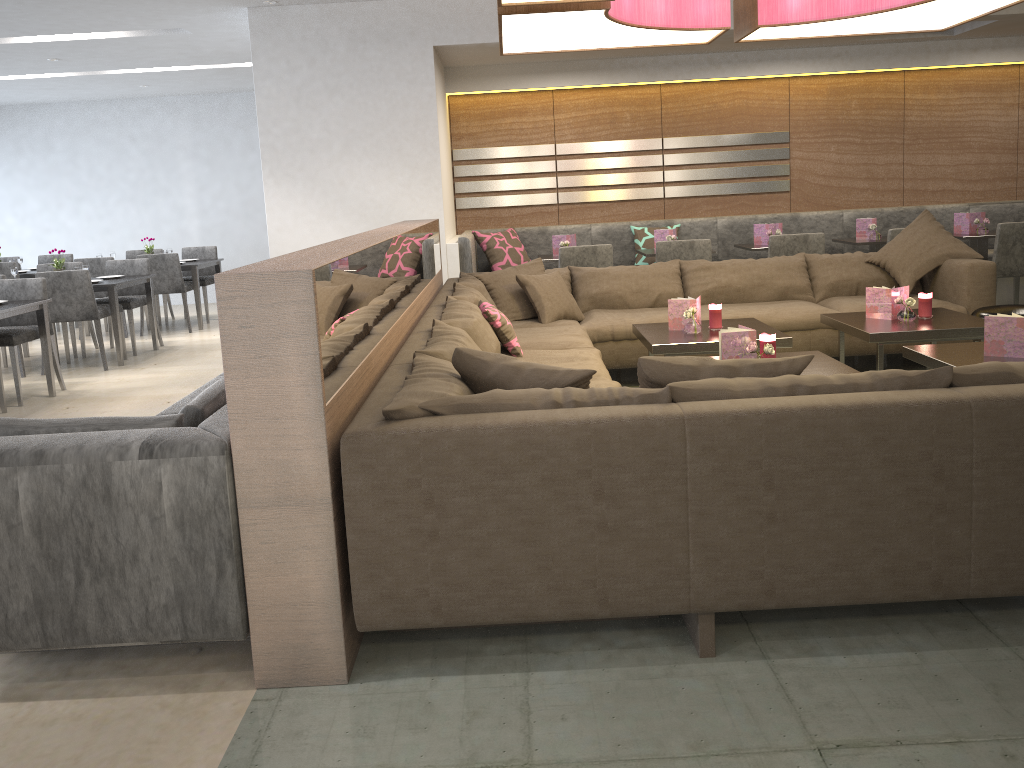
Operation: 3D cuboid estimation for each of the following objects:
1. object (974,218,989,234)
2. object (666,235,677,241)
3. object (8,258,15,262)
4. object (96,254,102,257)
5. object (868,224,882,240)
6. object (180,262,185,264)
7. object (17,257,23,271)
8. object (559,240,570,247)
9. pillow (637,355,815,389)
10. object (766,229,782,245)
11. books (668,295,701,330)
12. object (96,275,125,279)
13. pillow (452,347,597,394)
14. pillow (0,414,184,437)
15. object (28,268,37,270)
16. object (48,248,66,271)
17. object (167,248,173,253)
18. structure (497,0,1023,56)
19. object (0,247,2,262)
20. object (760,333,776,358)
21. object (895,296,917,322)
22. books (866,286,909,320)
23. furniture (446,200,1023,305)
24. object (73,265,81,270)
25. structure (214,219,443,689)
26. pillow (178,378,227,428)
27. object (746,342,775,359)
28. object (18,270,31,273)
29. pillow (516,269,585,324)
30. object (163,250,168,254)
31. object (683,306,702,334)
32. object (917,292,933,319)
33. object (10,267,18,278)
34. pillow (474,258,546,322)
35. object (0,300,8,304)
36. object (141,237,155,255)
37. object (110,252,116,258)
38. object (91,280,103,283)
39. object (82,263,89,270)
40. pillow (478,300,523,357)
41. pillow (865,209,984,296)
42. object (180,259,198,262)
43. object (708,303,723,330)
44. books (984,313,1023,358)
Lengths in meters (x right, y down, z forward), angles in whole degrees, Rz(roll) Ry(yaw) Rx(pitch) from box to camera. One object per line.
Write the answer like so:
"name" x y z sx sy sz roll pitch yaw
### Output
"object" 3.490 -1.174 6.567 0.106 0.124 0.094 3 11 31
"object" 1.173 -1.050 6.580 0.092 0.124 0.111 3 12 32
"object" -4.908 -1.164 8.680 0.054 0.137 0.053 -11 11 -41
"object" -4.021 -1.201 8.627 0.054 0.137 0.053 -11 11 -41
"object" 2.701 -1.133 6.575 0.095 0.124 0.106 -3 10 1
"object" -3.278 -1.169 8.578 0.217 0.015 0.219 -7 13 -19
"object" -4.958 -1.213 8.918 0.054 0.137 0.053 -11 11 -41
"object" 0.409 -1.007 6.574 0.095 0.124 0.108 6 13 42
"pillow" 0.553 0.062 2.441 0.494 0.335 0.316 -4 10 -5
"object" 1.948 -1.091 6.573 0.095 0.124 0.102 -10 12 -35
"books" 0.890 -0.364 4.552 0.143 0.162 0.159 0 11 20
"object" -3.269 -0.868 7.197 0.217 0.015 0.219 -7 13 -19
"pillow" 0.067 0.067 2.550 0.503 0.352 0.301 4 12 32
"pillow" -1.125 0.226 2.329 0.574 0.321 0.153 -3 9 0
"object" -4.796 -1.169 8.962 0.218 0.015 0.218 -12 15 -36
"object" -3.578 -0.933 6.969 0.155 0.273 0.105 -4 9 -2
"object" -3.446 -1.295 8.916 0.054 0.137 0.053 -11 11 -41
"structure" 1.139 -1.904 3.596 2.446 0.611 2.475 -3 12 0
"object" -5.105 -1.234 8.734 0.155 0.273 0.105 -4 9 -2
"object" 1.025 -0.139 3.539 0.076 0.127 0.076 -8 10 -27
"object" 1.967 -0.379 4.407 0.096 0.128 0.107 -11 13 -39
"books" 1.931 -0.420 4.548 0.158 0.162 0.144 -10 12 -34
"furniture" 2.376 -0.589 5.493 5.646 0.843 4.313 -3 12 0
"object" -3.386 -0.858 6.893 0.054 0.137 0.053 -11 11 -41
"structure" -0.547 -0.167 3.934 0.224 0.995 3.824 -3 12 0
"pillow" -0.892 0.140 2.665 0.181 0.316 0.646 -3 11 0
"object" 0.947 -0.100 3.381 0.095 0.128 0.101 -6 10 -16
"object" -4.794 -1.086 8.580 0.217 0.015 0.219 -8 13 -21
"pillow" 0.232 -0.506 5.238 0.236 0.319 0.383 6 14 44
"object" -3.397 -1.246 8.678 0.054 0.137 0.053 -11 11 -41
"object" 0.893 -0.318 4.390 0.103 0.130 0.092 -10 12 -34
"object" 2.087 -0.399 4.465 0.076 0.127 0.076 -10 11 -37
"object" -4.012 -0.876 7.131 0.054 0.137 0.053 -11 11 -41
"pillow" 0.051 -0.549 5.345 0.529 0.390 0.294 -10 11 -30
"object" -3.259 -0.500 5.503 0.219 0.015 0.218 -15 17 -42
"object" -3.589 -1.317 8.732 0.155 0.273 0.105 -4 9 -2
"object" -4.023 -1.264 8.917 0.054 0.137 0.053 -11 11 -41
"object" -3.267 -0.785 6.815 0.217 0.015 0.219 -7 13 -19
"object" -3.435 -0.907 7.131 0.054 0.137 0.053 -11 11 -41
"pillow" -0.059 -0.270 4.264 0.180 0.249 0.469 -4 11 -4
"pillow" 2.463 -0.791 5.326 0.620 0.507 0.302 -1 9 14
"object" -3.280 -1.252 8.960 0.216 0.015 0.220 0 13 15
"object" 1.029 -0.342 4.473 0.076 0.127 0.076 -8 10 -27
"books" 1.967 -0.197 3.512 0.143 0.162 0.159 4 12 35
